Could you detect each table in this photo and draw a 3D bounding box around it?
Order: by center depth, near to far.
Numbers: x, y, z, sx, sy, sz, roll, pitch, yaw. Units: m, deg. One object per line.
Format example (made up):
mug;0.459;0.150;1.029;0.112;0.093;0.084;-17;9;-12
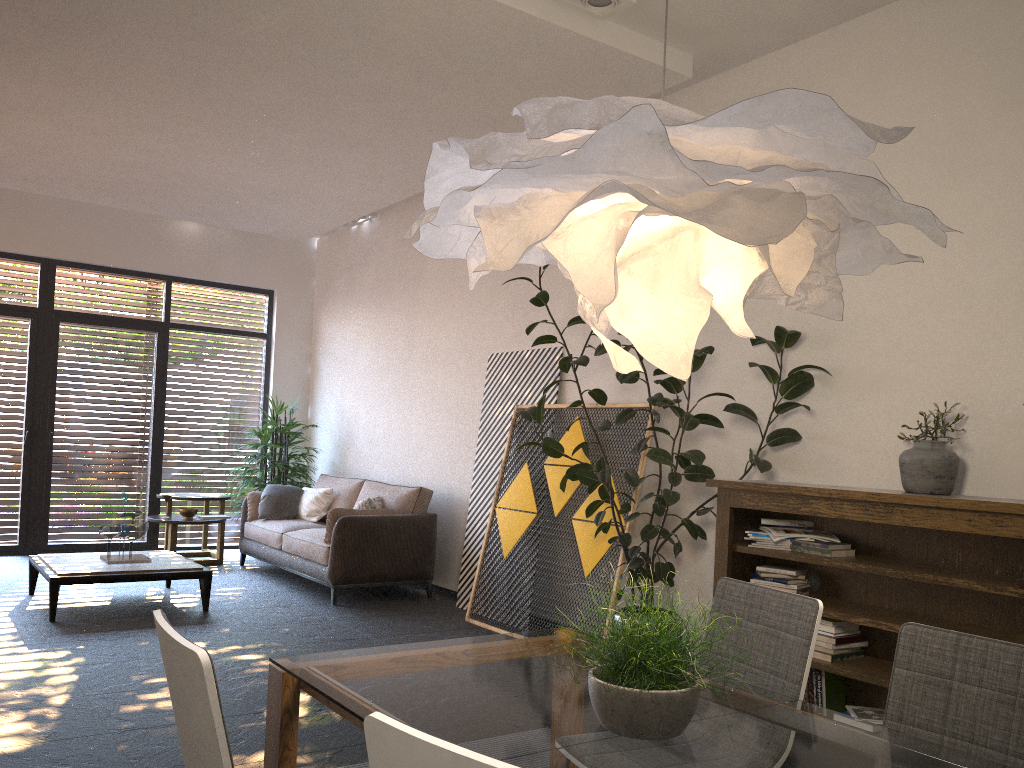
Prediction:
table;0.272;1.084;1.857;0.999;0.713;1.800;5;-4;-35
table;-2.903;1.454;6.519;1.051;0.307;1.115;5;-4;-35

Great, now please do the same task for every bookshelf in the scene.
bookshelf;1.707;1.064;3.900;0.451;1.170;1.919;4;-3;-35

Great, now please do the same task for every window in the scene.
window;-4.718;0.189;8.821;4.951;3.025;0.459;5;-2;-35

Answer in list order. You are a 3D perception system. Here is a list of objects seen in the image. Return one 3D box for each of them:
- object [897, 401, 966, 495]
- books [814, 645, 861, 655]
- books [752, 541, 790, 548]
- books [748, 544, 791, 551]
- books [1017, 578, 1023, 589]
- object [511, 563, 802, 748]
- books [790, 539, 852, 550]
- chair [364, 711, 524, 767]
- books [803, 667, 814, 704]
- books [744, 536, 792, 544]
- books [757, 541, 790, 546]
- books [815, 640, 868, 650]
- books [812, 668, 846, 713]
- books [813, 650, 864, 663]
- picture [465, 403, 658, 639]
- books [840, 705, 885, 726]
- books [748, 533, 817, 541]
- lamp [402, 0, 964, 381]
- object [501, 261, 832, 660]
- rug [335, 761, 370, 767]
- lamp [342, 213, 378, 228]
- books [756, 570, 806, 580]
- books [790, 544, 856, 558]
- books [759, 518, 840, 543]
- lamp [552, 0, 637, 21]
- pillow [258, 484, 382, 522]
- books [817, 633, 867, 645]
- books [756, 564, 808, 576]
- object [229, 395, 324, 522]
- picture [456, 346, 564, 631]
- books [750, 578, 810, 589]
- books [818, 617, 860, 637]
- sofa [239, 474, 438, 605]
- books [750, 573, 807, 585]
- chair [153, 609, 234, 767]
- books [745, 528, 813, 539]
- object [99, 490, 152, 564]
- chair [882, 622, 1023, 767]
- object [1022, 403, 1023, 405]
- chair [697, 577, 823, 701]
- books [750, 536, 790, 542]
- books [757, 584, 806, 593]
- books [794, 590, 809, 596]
object;1.831;0.278;3.902;0.275;0.412;0.386;2;-2;33
books;1.521;1.245;4.210;0.228;0.024;0.166;6;-5;-37
books;1.387;0.808;4.443;0.318;0.011;0.253;1;-4;25
books;1.376;0.818;4.446;0.318;0.011;0.253;1;-4;28
books;2.099;0.765;3.333;0.231;0.034;0.286;6;-5;-42
object;0.303;0.563;1.883;0.532;0.367;0.667;5;-4;-40
books;1.487;0.772;4.269;0.167;0.024;0.227;5;-4;-31
chair;0.115;0.938;1.317;0.475;0.918;0.603;1;-2;41
books;1.477;1.454;4.276;0.172;0.241;0.084;4;-2;-35
books;1.371;0.787;4.465;0.318;0.011;0.253;0;-5;37
books;1.403;0.797;4.435;0.318;0.011;0.253;1;-4;22
books;1.536;1.222;4.207;0.243;0.024;0.175;5;-4;-28
books;1.508;1.451;4.211;0.168;0.241;0.104;4;-2;-35
books;1.517;1.273;4.200;0.243;0.034;0.179;5;-5;-33
picture;0.280;0.923;5.956;0.387;1.603;1.497;3;-2;-35
books;1.604;1.536;4.051;0.258;0.050;0.271;2;-4;10
books;1.378;0.767;4.472;0.318;0.011;0.253;1;-4;27
lamp;0.435;-2.599;1.916;1.119;5.207;1.061;3;-1;-24
object;0.720;0.077;4.941;2.010;3.196;0.909;2;-1;33
rug;0.250;1.437;1.869;2.375;0.006;3.686;5;-5;-35
lamp;-1.635;-1.707;9.061;0.254;0.066;0.645;5;-5;-35
books;1.357;0.961;4.478;0.221;0.023;0.147;2;-4;6
books;1.495;0.801;4.265;0.180;0.034;0.243;5;-4;-32
books;1.429;0.742;4.420;0.322;0.109;0.273;3;-3;0
lamp;0.281;-1.941;4.301;0.646;0.066;0.253;5;-5;-35
pillow;-1.731;1.116;7.942;0.619;0.342;1.893;5;-4;-35
books;1.532;1.195;4.198;0.225;0.029;0.179;5;-4;-32
books;1.365;0.940;4.476;0.205;0.020;0.155;-1;-5;40
object;-2.498;0.959;9.337;0.913;1.721;0.980;2;-2;20
picture;-0.036;0.744;6.659;0.208;2.017;0.957;3;-1;-35
books;1.358;1.005;4.478;0.243;0.019;0.175;-1;-5;40
books;1.545;1.148;4.213;0.217;0.069;0.158;4;-4;-25
sofa;-1.615;1.310;7.982;0.995;0.918;2.321;4;-4;-35
books;1.352;0.984;4.484;0.163;0.023;0.231;5;-5;-34
chair;-0.431;0.949;1.848;0.602;0.918;0.475;4;-2;-32
books;1.375;0.756;4.480;0.318;0.011;0.253;0;-5;32
object;-1.061;-1.115;2.664;0.366;4.468;8.912;3;-3;-23
chair;0.823;1.006;1.814;0.602;0.918;0.475;4;-2;-35
object;2.171;0.173;3.382;0.389;0.581;0.390;2;-2;24
chair;0.479;1.034;2.470;0.602;0.918;0.475;4;-2;-25
books;1.382;0.776;4.453;0.318;0.011;0.253;1;-4;27
books;1.360;1.025;4.474;0.205;0.022;0.155;0;-5;35
books;1.364;1.047;4.477;0.224;0.021;0.159;-1;-5;40
